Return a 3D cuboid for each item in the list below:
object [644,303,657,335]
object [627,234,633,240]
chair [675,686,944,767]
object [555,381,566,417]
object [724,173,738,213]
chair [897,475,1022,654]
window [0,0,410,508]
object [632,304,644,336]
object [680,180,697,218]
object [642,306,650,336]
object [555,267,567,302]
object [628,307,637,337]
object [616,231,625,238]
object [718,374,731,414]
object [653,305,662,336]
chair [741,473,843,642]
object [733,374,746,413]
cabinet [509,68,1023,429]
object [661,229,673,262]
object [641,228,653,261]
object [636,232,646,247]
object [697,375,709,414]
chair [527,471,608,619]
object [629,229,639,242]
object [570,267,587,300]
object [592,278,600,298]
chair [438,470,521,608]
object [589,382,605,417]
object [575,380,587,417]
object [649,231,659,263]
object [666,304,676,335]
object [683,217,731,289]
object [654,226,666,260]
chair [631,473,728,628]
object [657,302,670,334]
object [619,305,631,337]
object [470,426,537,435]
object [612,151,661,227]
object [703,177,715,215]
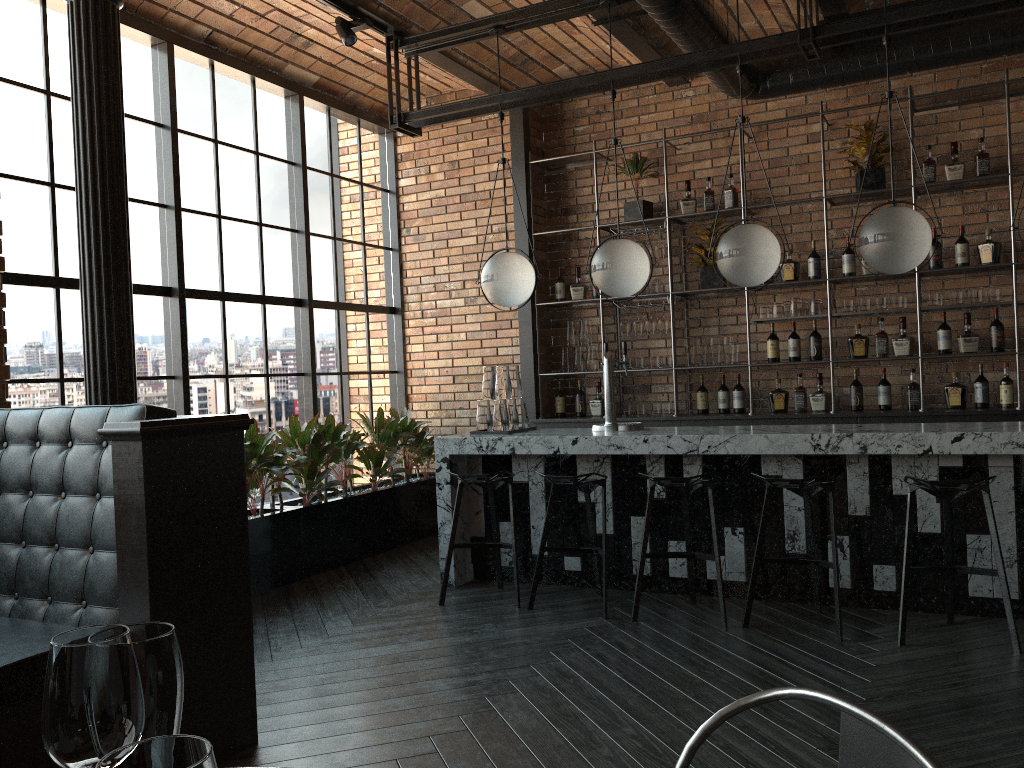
[{"bbox_3d":[1.065,-0.501,6.836,0.092,0.244,0.092,-2,0,33],"label":"object"},{"bbox_3d":[0.929,-1.070,7.075,0.092,0.244,0.092,-2,0,33],"label":"object"},{"bbox_3d":[0.147,0.796,0.898,0.558,0.857,0.504,-3,0,-8],"label":"chair"},{"bbox_3d":[0.399,0.125,7.305,0.086,0.299,0.086,-3,0,-14],"label":"object"},{"bbox_3d":[1.635,-1.427,6.620,0.083,0.282,0.083,-2,0,42],"label":"object"},{"bbox_3d":[1.955,0.757,3.949,0.475,0.737,0.414,-2,0,22],"label":"chair"},{"bbox_3d":[-4.705,-0.436,0.586,0.168,3.253,16.179,-2,0,27],"label":"window"},{"bbox_3d":[0.977,-0.497,6.881,0.092,0.244,0.092,-2,0,33],"label":"object"},{"bbox_3d":[1.348,-1.413,6.769,0.123,0.279,0.123,-2,0,16],"label":"object"},{"bbox_3d":[1.053,-0.502,7.028,0.092,0.244,0.092,-2,0,33],"label":"object"},{"bbox_3d":[0.400,-0.812,7.306,0.086,0.298,0.086,-3,0,-14],"label":"object"},{"bbox_3d":[0.955,-0.498,7.078,0.092,0.244,0.092,-2,0,33],"label":"object"},{"bbox_3d":[0.854,-1.066,6.928,0.092,0.244,0.092,-2,0,33],"label":"object"},{"bbox_3d":[1.604,0.074,6.714,0.086,0.298,0.086,-3,0,-14],"label":"object"},{"bbox_3d":[1.141,-0.505,6.983,0.092,0.244,0.092,-2,0,33],"label":"object"},{"bbox_3d":[1.385,0.780,4.242,0.475,0.737,0.414,-2,0,37],"label":"chair"},{"bbox_3d":[1.699,0.071,6.639,0.086,0.298,0.086,-3,0,-14],"label":"object"},{"bbox_3d":[1.612,-0.704,6.609,7.075,3.779,0.564,-2,0,27],"label":"cabinet"},{"bbox_3d":[1.207,-1.081,6.932,0.092,0.244,0.092,-2,0,33],"label":"object"},{"bbox_3d":[1.040,-1.073,6.832,0.092,0.244,0.092,-2,0,33],"label":"object"},{"bbox_3d":[1.027,-1.074,7.024,0.092,0.244,0.092,-2,0,33],"label":"object"},{"bbox_3d":[1.453,0.082,6.764,0.086,0.299,0.086,-3,0,-14],"label":"object"},{"bbox_3d":[0.368,0.822,4.764,0.475,0.737,0.414,-2,0,32],"label":"chair"},{"bbox_3d":[0.952,-1.070,6.878,0.092,0.244,0.092,-2,0,33],"label":"object"},{"bbox_3d":[0.539,-0.806,7.184,0.123,0.279,0.123,-2,0,16],"label":"object"},{"bbox_3d":[0.684,-0.823,7.128,0.086,0.299,0.086,-3,0,-14],"label":"object"},{"bbox_3d":[-0.140,0.842,5.025,0.475,0.737,0.414,-2,0,17],"label":"chair"},{"bbox_3d":[0.700,0.122,7.128,0.123,0.279,0.123,-2,0,41],"label":"object"},{"bbox_3d":[0.555,0.118,7.190,0.086,0.297,0.086,-3,0,-29],"label":"object"},{"bbox_3d":[1.115,-1.077,6.979,0.092,0.244,0.092,-2,0,33],"label":"object"},{"bbox_3d":[1.233,-0.509,6.935,0.092,0.244,0.092,-2,0,33],"label":"object"},{"bbox_3d":[1.515,-0.969,6.664,0.430,0.526,0.425,-2,0,39],"label":"object"},{"bbox_3d":[1.132,-1.077,6.785,0.092,0.244,0.092,-2,0,33],"label":"object"},{"bbox_3d":[0.869,0.801,4.507,0.475,0.737,0.414,-2,0,22],"label":"chair"},{"bbox_3d":[1.158,-0.505,6.789,0.092,0.244,0.092,-2,0,33],"label":"object"},{"bbox_3d":[0.880,-0.493,6.931,0.092,0.244,0.092,-2,0,33],"label":"object"},{"bbox_3d":[-0.051,0.295,5.616,0.273,0.019,0.437,-2,0,27],"label":"object"},{"bbox_3d":[0.988,-1.536,6.978,0.377,0.554,0.422,-2,0,15],"label":"object"},{"bbox_3d":[1.488,-1.421,6.696,0.083,0.282,0.083,-2,0,12],"label":"object"}]
